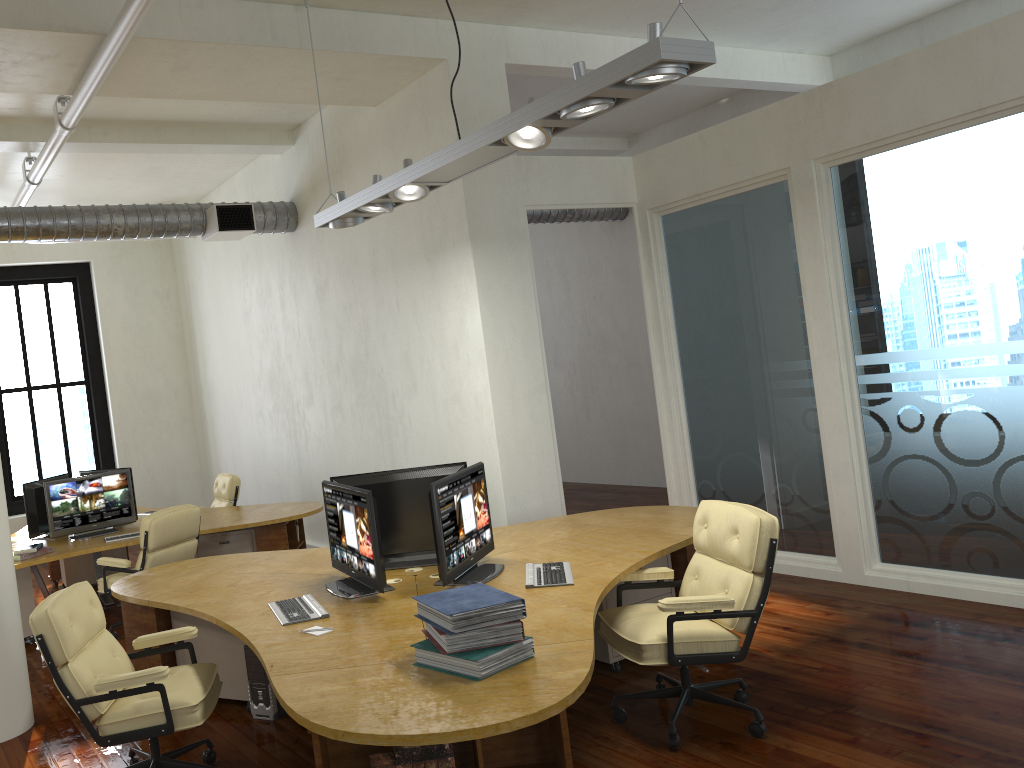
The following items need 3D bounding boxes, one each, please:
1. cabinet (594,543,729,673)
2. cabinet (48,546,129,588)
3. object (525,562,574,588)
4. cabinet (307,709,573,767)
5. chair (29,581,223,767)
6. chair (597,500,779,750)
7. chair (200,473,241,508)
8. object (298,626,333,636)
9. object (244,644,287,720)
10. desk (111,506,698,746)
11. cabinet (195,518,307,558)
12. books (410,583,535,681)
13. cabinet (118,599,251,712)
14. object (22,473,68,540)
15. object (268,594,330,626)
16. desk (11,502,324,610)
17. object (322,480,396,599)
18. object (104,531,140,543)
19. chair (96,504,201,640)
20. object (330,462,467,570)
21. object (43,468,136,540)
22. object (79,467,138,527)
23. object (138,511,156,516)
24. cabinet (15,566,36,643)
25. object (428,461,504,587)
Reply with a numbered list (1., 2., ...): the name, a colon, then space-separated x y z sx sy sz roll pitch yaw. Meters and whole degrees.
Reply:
1. cabinet: 0.660 1.267 5.496 0.814 0.709 0.963 -8 1 -33
2. cabinet: -4.649 1.839 9.774 0.818 0.709 0.959 -8 1 -29
3. object: 0.184 0.957 4.479 0.235 0.016 0.463 -7 1 3
4. cabinet: -0.279 1.440 3.423 0.885 0.709 0.892 -7 1 -3
5. chair: -1.785 1.454 4.238 0.780 1.021 0.719 -7 0 -3
6. chair: 0.835 1.117 4.292 0.767 1.021 0.731 -7 0 -8
7. chair: -3.305 1.514 9.555 0.721 1.021 0.773 -8 1 -28
8. object: -0.882 1.107 3.986 0.148 0.015 0.100 -6 2 45
9. object: -1.351 1.681 5.227 0.196 0.411 0.441 -7 1 24
10. desk: -0.851 1.453 5.062 3.810 0.734 3.559 -7 2 27
11. cabinet: -2.411 1.591 8.234 0.905 0.709 0.872 -7 1 2
12. books: -0.166 0.925 3.339 0.389 0.227 0.489 -8 1 -23
13. cabinet: -1.826 1.582 5.641 0.966 0.709 0.811 -7 1 27
14. object: -4.431 1.176 8.491 0.298 0.552 0.787 -7 1 3
15. object: -1.068 1.119 4.414 0.217 0.016 0.502 -8 2 -21
16. desk: -4.080 1.772 8.801 3.601 0.734 3.772 -8 2 -27
17. object: -0.863 0.814 4.731 0.271 0.552 0.864 -7 1 -27
18. object: -3.321 1.323 7.756 0.447 0.016 0.244 -8 2 -21
19. chair: -2.961 1.528 7.274 0.847 1.021 0.657 -7 1 27
20. object: -0.635 0.773 5.195 0.825 0.552 0.284 -7 0 6
21. object: -3.857 1.111 8.140 0.734 0.552 0.319 -8 1 -37
22. object: -3.972 1.111 8.731 0.884 0.552 0.264 -7 1 33
23. object: -3.651 1.330 9.155 0.522 0.016 0.207 -6 2 37
24. cabinet: -4.516 1.884 7.318 0.968 0.709 0.808 -7 1 32
25. object: -0.243 0.736 4.682 0.312 0.552 0.751 -7 1 19
